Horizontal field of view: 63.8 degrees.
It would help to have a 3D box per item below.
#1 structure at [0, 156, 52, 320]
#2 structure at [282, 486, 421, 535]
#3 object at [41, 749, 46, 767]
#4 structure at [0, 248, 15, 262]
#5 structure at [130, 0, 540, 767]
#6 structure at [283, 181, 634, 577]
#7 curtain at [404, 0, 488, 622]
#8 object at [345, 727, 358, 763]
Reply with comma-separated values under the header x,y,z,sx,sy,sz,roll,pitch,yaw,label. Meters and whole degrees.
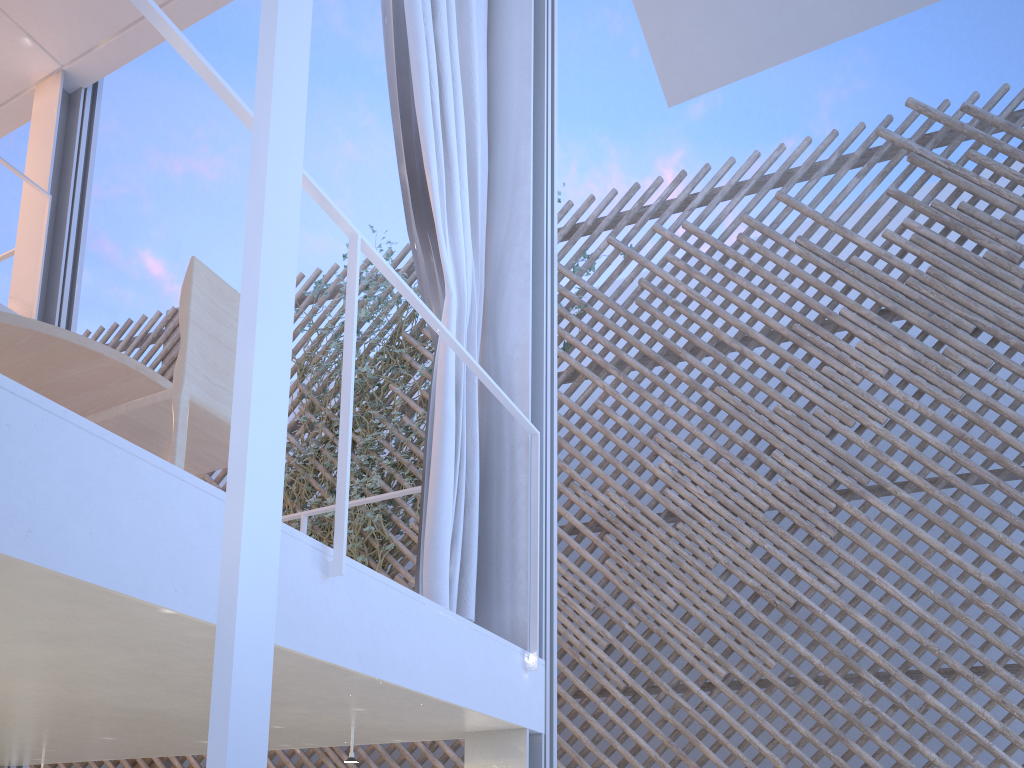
x,y,z,sx,sy,sz,roll,pitch,yaw,label
-0.362,-0.064,1.018,3.765,2.949,1.877,-11,-20,25,structure
-0.822,0.665,2.311,1.750,0.502,0.029,-14,-16,25,structure
-1.230,0.994,2.157,0.030,0.070,0.031,-10,-17,36,object
-2.473,-0.097,3.340,1.752,0.502,0.029,-14,-16,25,structure
0.378,0.377,0.761,1.484,1.580,1.499,-9,-22,25,structure
-0.538,0.398,4.186,2.398,2.429,0.801,-6,-14,18,structure
-0.179,-0.639,1.776,0.100,2.151,0.552,-4,-12,21,curtain
-1.503,0.863,1.285,1.888,0.721,1.863,-11,-29,21,object
